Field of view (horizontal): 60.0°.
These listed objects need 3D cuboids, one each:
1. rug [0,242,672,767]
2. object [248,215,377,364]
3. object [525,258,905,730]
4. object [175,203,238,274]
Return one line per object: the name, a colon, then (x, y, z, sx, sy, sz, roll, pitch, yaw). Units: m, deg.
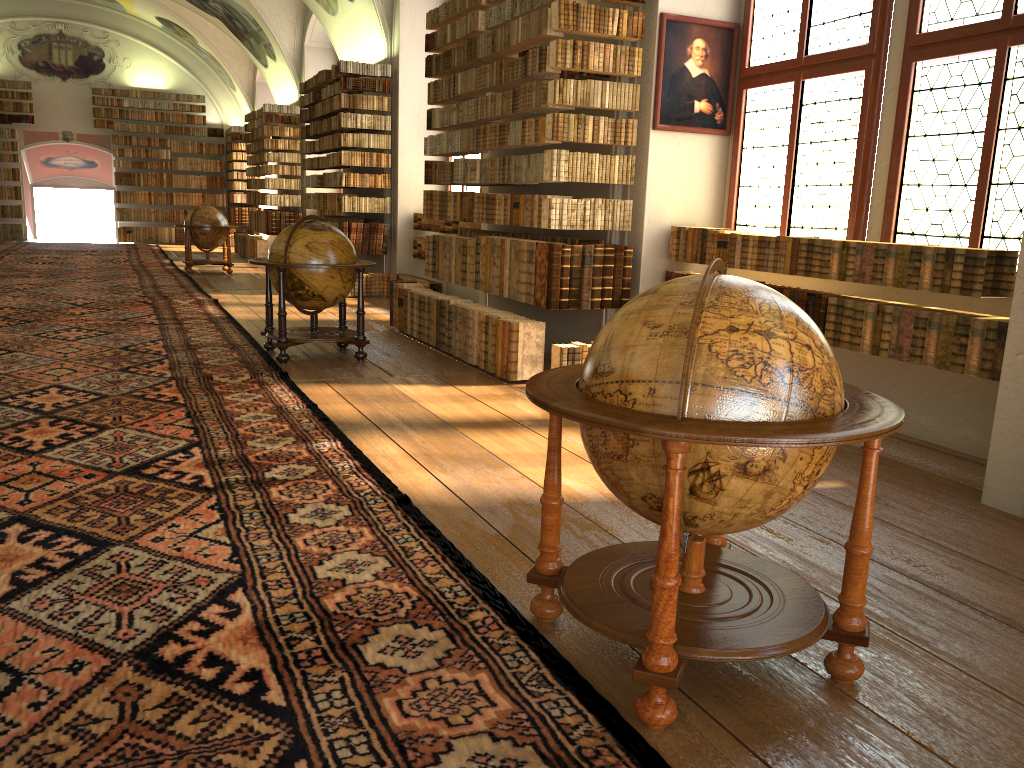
rug: (-6.023, -0.870, 11.215, 4.702, 0.064, 36.771, -3, 12, -24)
object: (-2.044, -1.004, 9.137, 1.277, 1.454, 1.275, 8, 13, 27)
object: (0.678, 0.283, 3.174, 1.278, 1.454, 1.274, 5, 12, 13)
object: (-6.485, -3.102, 18.860, 1.278, 1.454, 1.275, 6, 12, 18)
